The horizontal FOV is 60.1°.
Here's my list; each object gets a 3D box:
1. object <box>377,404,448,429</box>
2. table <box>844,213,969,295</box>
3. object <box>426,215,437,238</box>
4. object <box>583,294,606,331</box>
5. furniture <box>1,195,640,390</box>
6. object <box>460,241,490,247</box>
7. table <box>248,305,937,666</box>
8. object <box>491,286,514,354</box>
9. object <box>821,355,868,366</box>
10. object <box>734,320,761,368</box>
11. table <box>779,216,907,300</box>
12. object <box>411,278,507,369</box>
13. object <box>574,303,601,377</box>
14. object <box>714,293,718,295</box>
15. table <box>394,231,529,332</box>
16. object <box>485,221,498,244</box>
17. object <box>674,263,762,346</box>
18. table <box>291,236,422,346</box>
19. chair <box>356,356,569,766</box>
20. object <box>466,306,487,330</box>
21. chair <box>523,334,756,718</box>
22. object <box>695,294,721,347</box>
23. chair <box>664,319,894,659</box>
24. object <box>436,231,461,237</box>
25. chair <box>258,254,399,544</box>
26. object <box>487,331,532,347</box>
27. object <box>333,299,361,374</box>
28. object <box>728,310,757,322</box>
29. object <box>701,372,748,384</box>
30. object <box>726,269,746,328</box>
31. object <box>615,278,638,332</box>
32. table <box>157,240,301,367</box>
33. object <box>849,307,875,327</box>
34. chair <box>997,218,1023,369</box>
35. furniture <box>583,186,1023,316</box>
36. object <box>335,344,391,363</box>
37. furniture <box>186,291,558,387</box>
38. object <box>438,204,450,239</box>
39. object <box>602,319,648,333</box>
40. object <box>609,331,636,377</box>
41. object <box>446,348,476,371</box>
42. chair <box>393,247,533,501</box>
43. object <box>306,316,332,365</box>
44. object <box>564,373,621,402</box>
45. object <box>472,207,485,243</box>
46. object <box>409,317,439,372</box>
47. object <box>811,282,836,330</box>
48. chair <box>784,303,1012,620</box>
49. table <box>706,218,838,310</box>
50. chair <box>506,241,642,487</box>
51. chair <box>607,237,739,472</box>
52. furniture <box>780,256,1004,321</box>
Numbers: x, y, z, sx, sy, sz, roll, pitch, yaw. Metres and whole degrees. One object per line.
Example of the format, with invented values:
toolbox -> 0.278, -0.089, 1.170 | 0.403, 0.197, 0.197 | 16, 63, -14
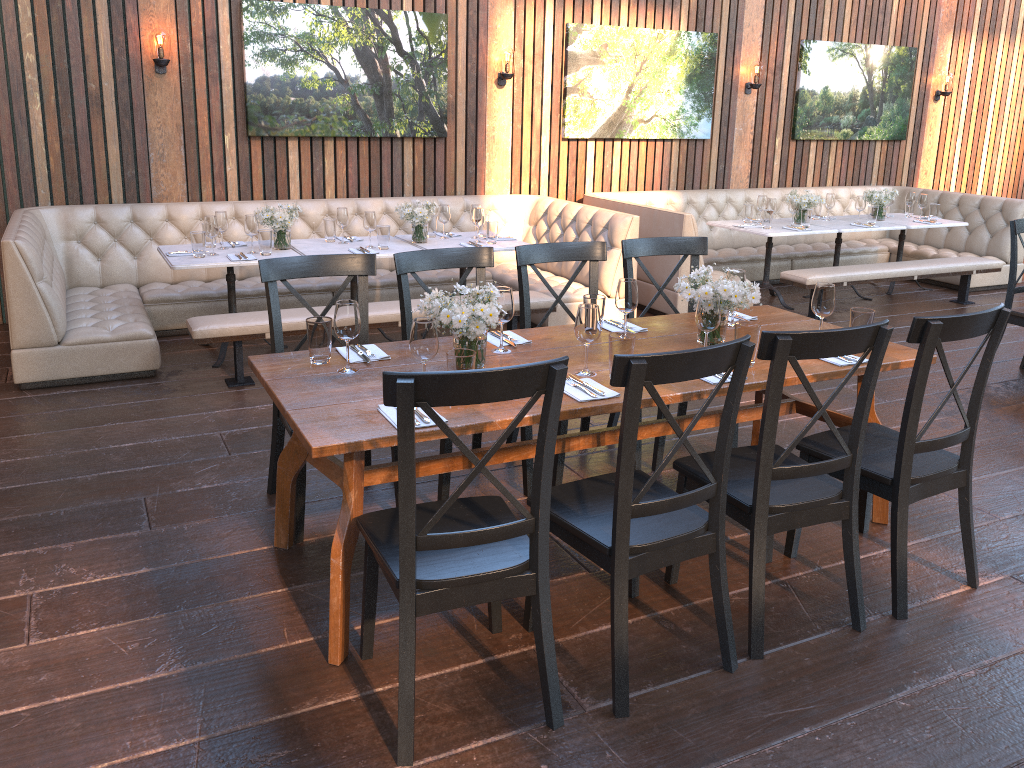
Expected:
object -> -0.305, 0.080, 2.635 | 0.158, 0.018, 0.259 | -7, 19, -25
table -> 3.696, -1.236, 8.431 | 0.801, 0.661, 0.810 | -7, 18, -26
object -> -0.592, -1.154, 6.482 | 0.092, 0.156, 0.093 | -11, 19, -39
object -> 0.332, -0.280, 3.599 | 0.092, 0.156, 0.093 | 10, 17, 29
furniture -> -1.282, -0.839, 6.481 | 4.168, 0.845, 1.734 | -7, 19, -25
object -> -0.266, -0.971, 6.154 | 0.158, 0.018, 0.259 | -7, 19, -25
table -> 0.336, 0.243, 3.393 | 2.437, 0.718, 0.964 | -7, 18, -26
object -> -0.038, -0.239, 3.304 | 0.092, 0.240, 0.093 | -7, 17, -28
object -> 1.216, -0.116, 3.374 | 0.158, 0.018, 0.259 | -7, 19, -25
object -> 0.847, -0.143, 3.204 | 0.092, 0.156, 0.093 | 1, 15, 0
table -> 2.963, -1.143, 8.078 | 0.801, 0.661, 0.810 | -6, 18, -25
object -> -0.155, -0.195, 3.045 | 0.330, 0.304, 0.340 | -8, 19, -30
object -> 0.259, -0.150, 3.042 | 0.092, 0.240, 0.093 | -7, 17, -28
object -> 0.860, -0.340, 3.830 | 0.092, 0.156, 0.093 | 4, 15, 9
table -> -0.360, -0.718, 6.475 | 0.801, 0.661, 0.810 | -7, 18, -26
object -> -0.143, -1.069, 6.249 | 0.092, 0.156, 0.093 | -11, 19, -39
object -> 0.799, -0.307, 3.474 | 0.336, 0.304, 0.334 | 4, 16, 10
table -> -1.092, -0.624, 6.121 | 0.801, 0.661, 0.810 | -6, 18, -25
chair -> -0.154, 0.385, 2.430 | 0.478, 1.004, 0.547 | -4, 16, -21
object -> -0.137, -0.215, 3.343 | 0.092, 0.156, 0.093 | 1, 15, 0
chair -> 0.364, 0.331, 2.641 | 0.479, 1.004, 0.546 | -7, 17, -30
object -> 0.716, -0.204, 3.247 | 0.092, 0.240, 0.093 | -5, 16, -23
chair -> 0.856, 0.260, 2.905 | 0.478, 1.004, 0.547 | -5, 16, -23
object -> -0.473, -1.120, 6.610 | 0.158, 0.018, 0.259 | -7, 19, -25
chair -> -0.713, 0.024, 3.530 | 0.478, 1.004, 0.547 | -6, 17, -26
object -> -0.021, -0.179, 3.489 | 0.158, 0.018, 0.259 | -7, 19, -25
object -> -0.561, -0.161, 3.013 | 0.093, 0.240, 0.093 | 15, 20, 42
object -> 0.991, -0.309, 3.968 | 0.158, 0.018, 0.259 | -7, 19, -25
object -> 0.693, -0.050, 3.124 | 0.158, 0.018, 0.259 | -7, 19, -25
object -> 0.950, -0.366, 3.779 | 0.092, 0.240, 0.094 | 1, 15, -1
object -> 0.452, -0.293, 3.505 | 0.092, 0.240, 0.093 | 6, 15, 15
table -> -1.824, -0.530, 5.768 | 0.801, 0.661, 0.810 | -7, 18, -26
object -> 1.366, -0.214, 3.469 | 0.092, 0.156, 0.093 | 4, 15, 9
chair -> 3.358, -0.496, 5.494 | 0.478, 1.004, 0.547 | -6, 17, -26
furniture -> 2.776, -1.358, 8.439 | 4.168, 0.845, 1.734 | -7, 19, -25
object -> -0.538, -0.112, 3.226 | 0.158, 0.018, 0.259 | -7, 19, -25
furniture -> -0.799, -0.303, 5.571 | 2.334, 0.393, 0.317 | -7, 18, -26
object -> -0.494, -1.177, 6.423 | 0.092, 0.240, 0.093 | 7, 16, 21
object -> 0.465, -0.242, 3.715 | 0.158, 0.018, 0.259 | -7, 19, -25
object -> 0.370, -0.090, 3.001 | 0.092, 0.156, 0.093 | -4, 16, -19
object -> -0.159, -0.022, 2.744 | 0.092, 0.156, 0.093 | -1, 15, -10
chair -> -0.209, -0.040, 3.772 | 0.479, 1.004, 0.546 | -7, 17, -30
object -> -0.677, -0.152, 3.114 | 0.092, 0.156, 0.093 | 1, 15, 0
object -> 0.228, 0.006, 2.913 | 0.158, 0.018, 0.259 | -7, 19, -25
object -> -0.239, -1.128, 6.287 | 0.092, 0.240, 0.093 | -5, 16, -23
object -> -0.278, -0.085, 2.793 | 0.092, 0.240, 0.093 | 7, 16, 21
object -> 1.235, -0.279, 3.524 | 0.092, 0.240, 0.093 | -5, 16, -23
chair -> 1.359, 0.196, 3.148 | 0.479, 1.004, 0.546 | -7, 17, -30
table -> 2.231, -1.049, 7.725 | 0.801, 0.661, 0.810 | -7, 18, -26
chair -> 0.293, -0.104, 4.015 | 0.478, 1.004, 0.547 | -6, 17, -26
chair -> 0.795, -0.169, 4.257 | 0.478, 1.004, 0.547 | -4, 16, -21
furniture -> 3.256, -0.821, 7.528 | 2.334, 0.393, 0.317 | -7, 18, -26
